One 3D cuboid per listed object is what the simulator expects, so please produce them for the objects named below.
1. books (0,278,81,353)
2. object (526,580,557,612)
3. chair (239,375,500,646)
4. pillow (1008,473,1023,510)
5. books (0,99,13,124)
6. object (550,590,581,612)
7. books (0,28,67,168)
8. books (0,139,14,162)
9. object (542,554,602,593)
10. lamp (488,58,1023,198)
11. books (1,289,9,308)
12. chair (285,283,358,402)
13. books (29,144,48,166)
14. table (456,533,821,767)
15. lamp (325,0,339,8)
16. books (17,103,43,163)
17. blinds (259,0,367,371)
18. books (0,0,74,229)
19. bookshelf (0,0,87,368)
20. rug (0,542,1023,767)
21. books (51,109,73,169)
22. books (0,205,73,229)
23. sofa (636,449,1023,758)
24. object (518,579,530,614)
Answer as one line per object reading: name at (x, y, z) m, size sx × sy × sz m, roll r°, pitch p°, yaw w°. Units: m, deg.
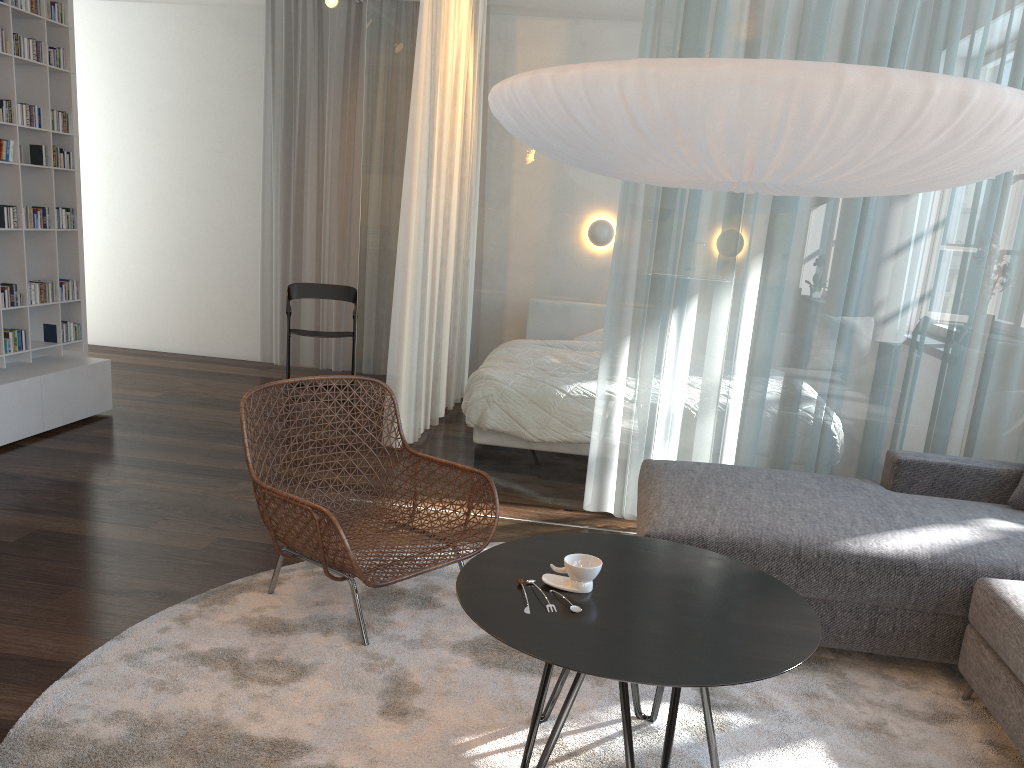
books at (-2.658, -0.353, 4.672) m, size 0.114 × 0.355 × 1.116 m, roll 6°, pitch 11°, yaw 7°
object at (0.067, 0.484, 2.039) m, size 0.025 × 0.016 × 0.161 m, roll 1°, pitch 11°, yaw -17°
chair at (-0.503, 0.381, 3.016) m, size 0.679 × 0.721 × 0.713 m, roll 15°, pitch 16°, yaw 39°
pillow at (2.067, 0.306, 3.150) m, size 0.345 × 0.365 × 0.509 m, roll -7°, pitch 16°, yaw -42°
books at (-2.579, -1.366, 4.406) m, size 0.101 × 0.114 × 0.229 m, roll 6°, pitch 11°, yaw 7°
object at (0.122, 0.494, 2.025) m, size 0.026 × 0.010 × 0.122 m, roll -1°, pitch 12°, yaw -26°
books at (-2.540, -1.475, 4.628) m, size 0.114 × 0.637 × 0.560 m, roll 6°, pitch 13°, yaw 7°
books at (-2.590, -1.182, 4.468) m, size 0.090 × 0.110 × 0.116 m, roll 6°, pitch 12°, yaw 7°
object at (0.144, 0.449, 2.111) m, size 0.138 × 0.070 × 0.090 m, roll 8°, pitch 12°, yaw 19°
lamp at (0.662, -0.646, 2.436) m, size 1.454 × 0.213 × 1.462 m, roll 14°, pitch 14°, yaw 43°
books at (-2.714, -0.396, 4.212) m, size 0.114 × 0.114 × 0.753 m, roll 6°, pitch 10°, yaw 7°
chair at (-1.358, -0.308, 6.310) m, size 0.501 × 0.788 × 0.552 m, roll 2°, pitch 13°, yaw -12°
books at (-2.645, -1.459, 3.843) m, size 0.114 × 0.872 × 1.727 m, roll 6°, pitch 11°, yaw 7°
table at (0.272, 0.731, 2.155) m, size 0.846 × 0.480 × 0.835 m, roll 6°, pitch 11°, yaw 9°
lamp at (-1.180, -2.472, 5.521) m, size 0.248 × 0.244 × 0.084 m, roll 14°, pitch 17°, yaw 38°
books at (-2.559, -1.307, 4.623) m, size 0.114 × 0.305 × 0.227 m, roll 6°, pitch 13°, yaw 7°
blinds at (-1.066, -1.432, 6.719) m, size 1.805 × 2.782 × 0.150 m, roll 7°, pitch 14°, yaw 9°
books at (-2.667, -1.003, 4.059) m, size 0.114 × 1.850 × 1.923 m, roll 6°, pitch 12°, yaw 7°
bookshelf at (-2.714, -1.059, 4.033) m, size 0.227 × 2.109 × 2.053 m, roll 6°, pitch 12°, yaw 7°
rug at (0.178, 0.928, 2.349) m, size 2.838 × 0.012 × 2.791 m, roll 2°, pitch 11°, yaw -13°
books at (-2.524, -1.347, 4.859) m, size 0.114 × 0.305 × 0.180 m, roll 6°, pitch 13°, yaw 7°
books at (-2.685, -0.787, 4.102) m, size 0.114 × 0.116 × 1.896 m, roll 6°, pitch 10°, yaw 7°
sofa at (1.313, 0.721, 2.110) m, size 2.037 × 0.683 × 3.022 m, roll 6°, pitch 11°, yaw 7°
object at (0.027, 0.484, 2.026) m, size 0.015 × 0.015 × 0.165 m, roll 3°, pitch 10°, yaw -5°
